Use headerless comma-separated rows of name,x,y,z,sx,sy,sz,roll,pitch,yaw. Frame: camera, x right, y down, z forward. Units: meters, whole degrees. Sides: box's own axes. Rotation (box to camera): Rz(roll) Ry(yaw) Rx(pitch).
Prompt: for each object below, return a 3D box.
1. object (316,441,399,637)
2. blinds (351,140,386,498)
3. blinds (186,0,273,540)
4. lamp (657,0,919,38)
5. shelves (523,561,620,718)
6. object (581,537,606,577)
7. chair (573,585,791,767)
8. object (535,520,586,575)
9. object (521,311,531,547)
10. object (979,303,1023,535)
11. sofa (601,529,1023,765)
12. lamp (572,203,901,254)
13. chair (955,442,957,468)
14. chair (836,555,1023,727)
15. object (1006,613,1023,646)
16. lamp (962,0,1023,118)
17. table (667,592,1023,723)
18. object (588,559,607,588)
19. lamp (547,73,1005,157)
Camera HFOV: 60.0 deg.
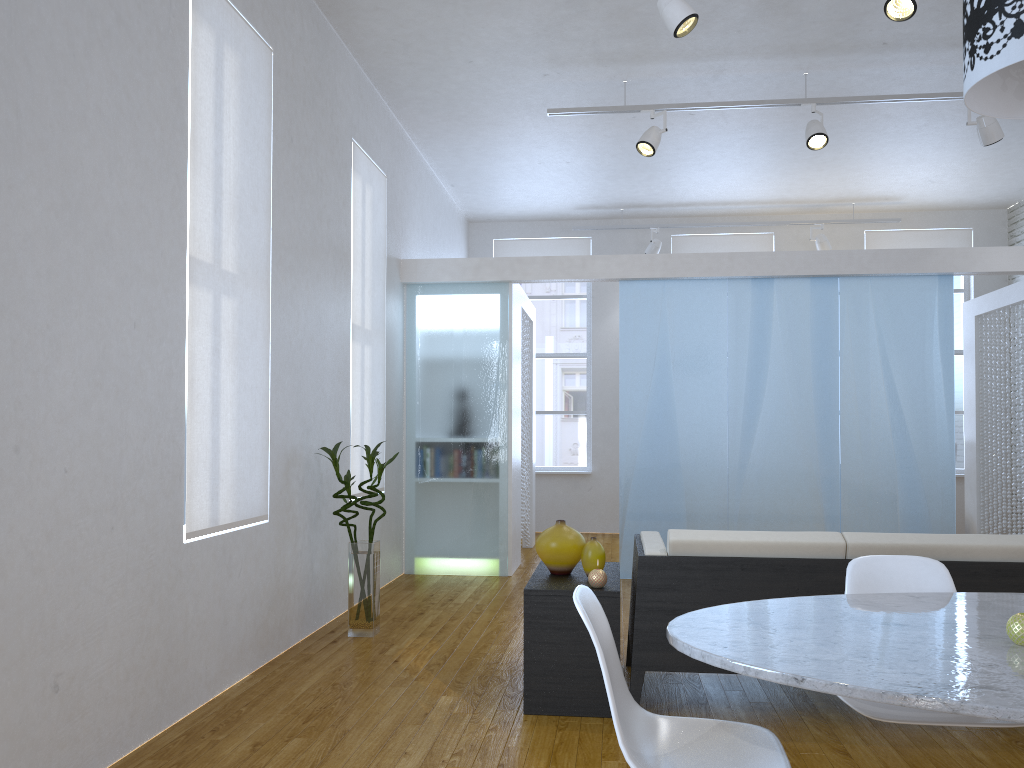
object,-0.807,0.777,4.472,0.380,0.979,0.484,1,-2,-21
blinds,-0.894,-0.362,5.554,0.007,2.110,0.762,0,-2,7
blinds,-1.128,-0.472,3.583,0.007,2.109,0.762,0,-2,7
lamp,1.538,-1.751,3.747,3.118,0.486,0.223,0,-2,7
shelves,0.258,0.990,3.557,0.349,0.451,0.731,0,-3,7
object,0.318,0.680,3.463,0.096,0.160,0.095,2,-2,-42
chair,0.335,0.596,1.783,0.419,0.351,0.406,0,-2,9
object,0.197,0.659,3.584,0.207,0.215,0.207,2,-3,-42
object,0.093,0.414,7.439,0.051,2.014,0.924,0,-2,7
object,3.898,0.398,6.989,0.051,2.014,0.924,0,-2,7
sofa,1.623,0.921,4.099,5.337,0.678,9.735,0,-3,7
lamp,2.150,-1.479,8.634,3.118,0.486,0.197,0,-2,5
chair,3.659,0.982,7.818,0.472,0.960,0.378,-1,-2,32
chair,0.989,0.617,2.139,0.405,0.351,0.420,0,-2,6
object,0.968,0.445,1.672,0.062,0.091,0.063,2,-2,-36
lamp,1.096,-1.349,1.727,0.399,1.537,0.400,1,-2,-27
table,1.261,0.804,1.675,1.910,0.622,1.072,0,-3,6
object,0.316,0.697,3.268,0.071,0.104,0.071,-1,-2,34
lamp,1.771,-1.658,5.424,3.117,0.486,0.205,0,-2,4
